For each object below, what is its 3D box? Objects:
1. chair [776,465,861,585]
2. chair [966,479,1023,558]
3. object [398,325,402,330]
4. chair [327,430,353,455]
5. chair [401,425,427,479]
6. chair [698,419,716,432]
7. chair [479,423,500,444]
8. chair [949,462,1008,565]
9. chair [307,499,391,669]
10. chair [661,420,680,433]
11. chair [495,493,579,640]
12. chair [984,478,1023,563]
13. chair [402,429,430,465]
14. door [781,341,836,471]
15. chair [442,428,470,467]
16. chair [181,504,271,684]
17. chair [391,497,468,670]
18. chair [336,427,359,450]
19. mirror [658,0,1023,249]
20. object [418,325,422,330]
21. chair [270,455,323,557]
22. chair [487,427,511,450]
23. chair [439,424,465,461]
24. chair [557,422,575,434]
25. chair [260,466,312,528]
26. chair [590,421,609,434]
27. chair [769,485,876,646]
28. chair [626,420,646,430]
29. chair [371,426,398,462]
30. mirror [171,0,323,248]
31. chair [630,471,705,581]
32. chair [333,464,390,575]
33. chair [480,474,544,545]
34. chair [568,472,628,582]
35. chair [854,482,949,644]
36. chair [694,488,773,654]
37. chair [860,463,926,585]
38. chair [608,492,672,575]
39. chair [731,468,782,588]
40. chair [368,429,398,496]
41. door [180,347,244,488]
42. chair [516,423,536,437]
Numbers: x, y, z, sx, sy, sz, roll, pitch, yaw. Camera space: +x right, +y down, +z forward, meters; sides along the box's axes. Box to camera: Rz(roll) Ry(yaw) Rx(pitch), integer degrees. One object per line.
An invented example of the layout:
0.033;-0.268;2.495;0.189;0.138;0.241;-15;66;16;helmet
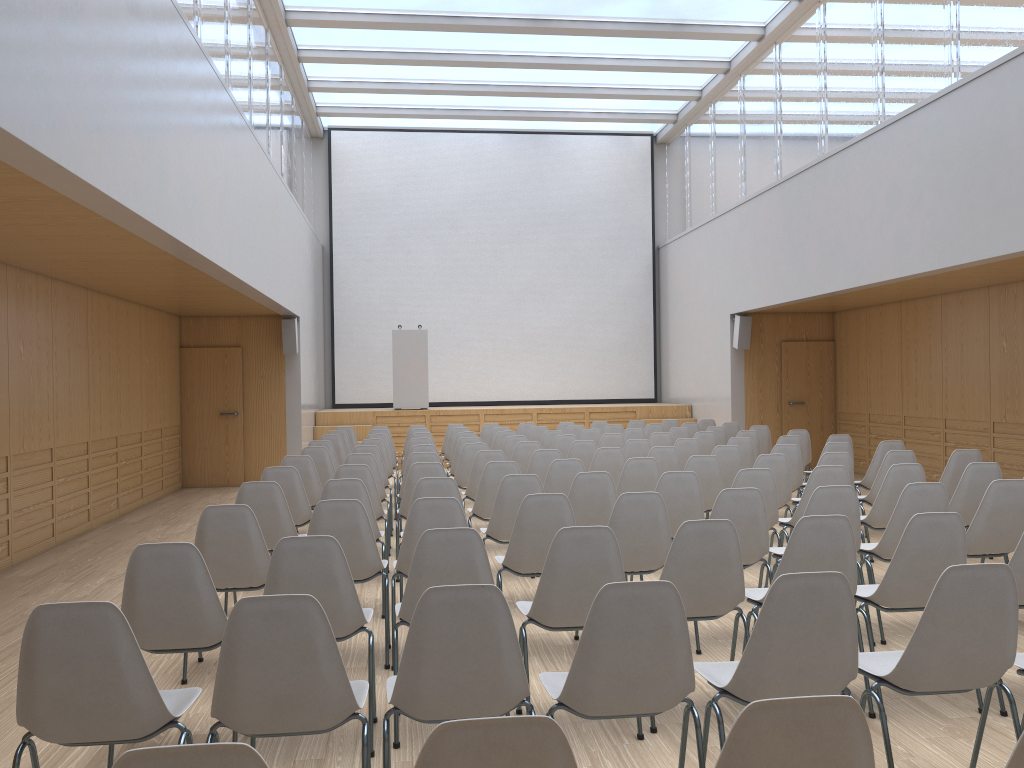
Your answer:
2.058;0.971;6.050;0.479;0.876;0.505;-1;0;-7;chair
2.717;0.962;5.131;0.479;0.876;0.505;-1;0;-7;chair
-1.932;-0.882;15.405;0.166;0.305;0.252;-1;0;-35;object
-2.260;1.029;11.587;0.479;0.876;0.505;-1;0;-7;chair
-1.340;1.013;12.635;0.479;0.876;0.505;-1;0;-7;chair
2.819;0.949;13.172;0.479;0.876;0.505;-1;0;-7;chair
-0.317;0.997;12.826;0.479;0.876;0.505;-1;0;-7;chair
3.096;0.955;6.114;0.479;0.876;0.505;-1;0;-7;chair
-0.891;1.017;4.701;0.479;0.876;0.505;-1;0;-7;chair
2.276;0.957;13.135;0.479;0.876;0.505;-1;0;-7;chair
0.151;1.001;4.815;0.479;0.876;0.505;-1;0;-7;chair
3.592;0.947;6.242;0.479;0.876;0.505;-1;0;-7;chair
-1.202;1.012;11.644;0.479;0.876;0.505;-1;0;-7;chair
4.674;0.346;13.902;0.873;2.024;0.108;-1;0;-7;door
-0.691;1.004;11.764;0.479;0.876;0.505;-1;0;-7;chair
-1.412;1.025;4.570;0.479;0.876;0.505;-1;0;-7;chair
-0.406;1.010;4.730;0.479;0.876;0.505;-1;0;-7;chair
-2.348;1.029;12.556;0.479;0.876;0.505;-1;0;-7;chair
4.062;-3.736;8.796;0.253;2.090;17.827;-1;0;-7;mirror
-1.587;-0.888;15.447;0.166;0.305;0.252;-1;0;-35;object
-1.802;1.027;7.585;0.479;0.876;0.505;-1;0;-7;chair
-0.164;0.996;11.768;0.479;0.876;0.505;-1;0;-7;chair
-0.810;1.005;12.739;0.479;0.876;0.505;-1;0;-7;chair
0.758;0.981;12.885;0.479;0.876;0.505;-1;0;-7;chair
-1.676;1.027;6.573;0.479;0.876;0.505;-1;0;-7;chair
1.243;0.973;13.002;0.479;0.876;0.505;-1;0;-7;chair
1.693;0.978;4.961;0.479;0.876;0.505;-1;0;-7;chair
1.778;0.965;13.047;0.479;0.876;0.505;-1;0;-7;chair
-1.849;1.021;12.533;0.479;0.876;0.505;-1;0;-7;chair
-2.682;-3.632;7.992;0.253;2.090;17.827;-1;0;-7;mirror
1.028;0.987;5.826;0.479;0.876;0.505;-1;0;-7;chair
-1.169;1.019;6.654;0.479;0.876;0.505;-1;0;-7;chair
0.033;1.002;5.790;0.479;0.876;0.505;-1;0;-7;chair
0.493;0.995;5.873;0.479;0.876;0.505;-1;0;-7;chair
2.209;0.970;5.042;0.479;0.876;0.505;-1;0;-7;chair
1.181;0.985;4.920;0.479;0.876;0.505;-1;0;-7;chair
2.577;0.963;6.093;0.479;0.876;0.505;-1;0;-7;chair
0.637;0.994;4.814;0.479;0.876;0.505;-1;0;-7;chair
1.535;0.979;5.928;0.479;0.876;0.505;-1;0;-7;chair
-1.731;1.021;11.622;0.479;0.876;0.505;-1;0;-7;chair
-4.347;0.485;12.826;0.873;2.024;0.108;-1;0;-7;door
0.191;0.990;12.838;0.479;0.876;0.505;-1;0;-7;chair
